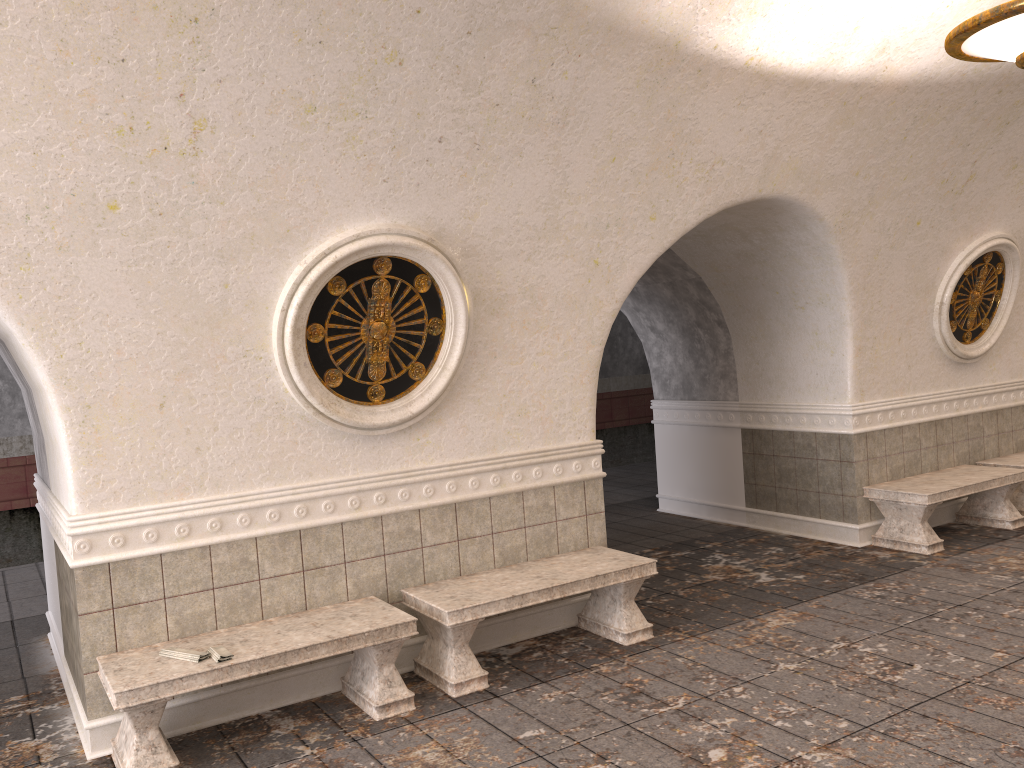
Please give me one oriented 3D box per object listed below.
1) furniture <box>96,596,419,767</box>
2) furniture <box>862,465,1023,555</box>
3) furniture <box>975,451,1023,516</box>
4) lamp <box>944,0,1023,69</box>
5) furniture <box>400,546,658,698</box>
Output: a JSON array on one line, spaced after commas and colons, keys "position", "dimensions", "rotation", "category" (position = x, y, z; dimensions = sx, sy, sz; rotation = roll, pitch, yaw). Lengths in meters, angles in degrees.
[{"position": [-1.288, 1.570, 4.632], "dimensions": [1.509, 0.508, 0.613], "rotation": [-6, 3, -31], "category": "furniture"}, {"position": [3.828, 1.077, 7.768], "dimensions": [1.509, 0.508, 0.613], "rotation": [-6, 3, -31], "category": "furniture"}, {"position": [5.256, 0.939, 8.644], "dimensions": [1.509, 0.508, 0.613], "rotation": [-6, 3, -31], "category": "furniture"}, {"position": [2.594, -1.974, 4.198], "dimensions": [1.008, 0.955, 1.008], "rotation": [-5, 2, -15], "category": "lamp"}, {"position": [0.141, 1.432, 5.508], "dimensions": [1.509, 0.508, 0.613], "rotation": [-6, 3, -31], "category": "furniture"}]
